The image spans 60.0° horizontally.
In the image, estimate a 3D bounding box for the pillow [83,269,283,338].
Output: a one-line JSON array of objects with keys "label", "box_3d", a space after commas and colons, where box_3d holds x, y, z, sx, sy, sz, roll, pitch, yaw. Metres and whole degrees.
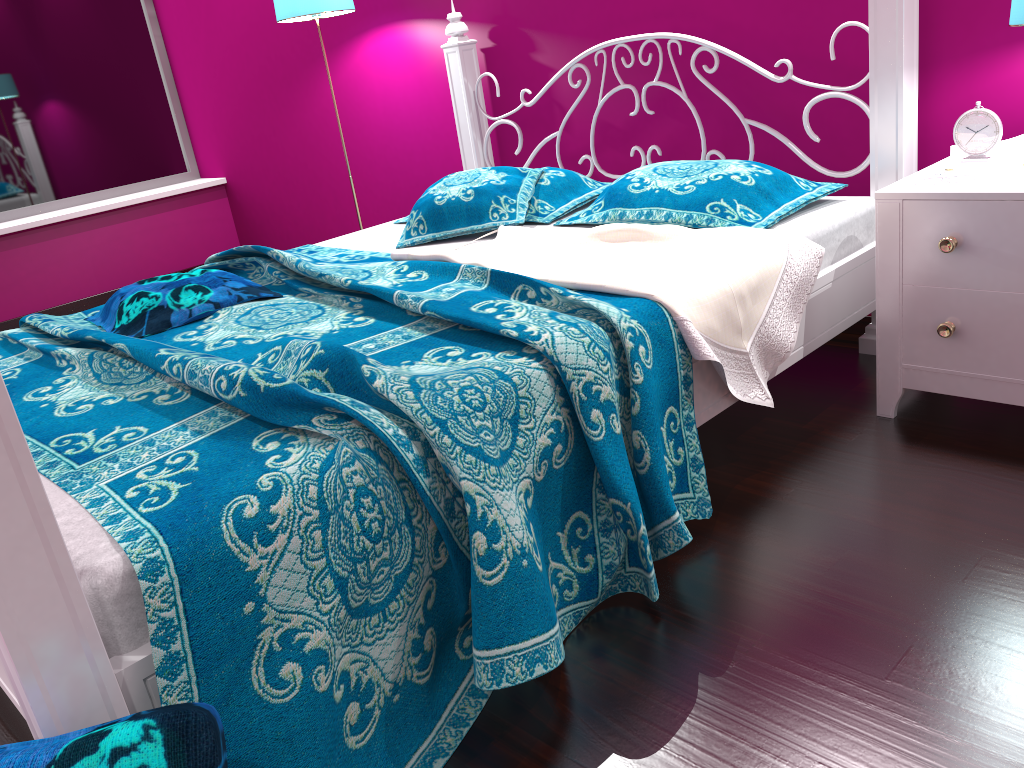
[{"label": "pillow", "box_3d": [-0.862, -0.217, 2.299, 0.425, 0.127, 0.404, -21, 24, -29]}]

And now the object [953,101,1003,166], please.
[{"label": "object", "box_3d": [1.054, -0.568, 2.009, 0.033, 0.140, 0.106, -25, 26, -36]}]

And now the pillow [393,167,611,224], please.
[{"label": "pillow", "box_3d": [-0.031, -0.639, 2.951, 0.717, 0.141, 0.401, 9, 27, 40]}]

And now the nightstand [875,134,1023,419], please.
[{"label": "nightstand", "box_3d": [1.219, -0.224, 1.865, 0.455, 0.616, 0.742, -26, 26, -38]}]

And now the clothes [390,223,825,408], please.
[{"label": "clothes", "box_3d": [0.164, -0.183, 2.198, 1.036, 0.376, 0.553, 9, 27, 40]}]

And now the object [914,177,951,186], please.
[{"label": "object", "box_3d": [0.909, -0.437, 1.916, 0.073, 0.006, 0.073, -5, 21, 11]}]

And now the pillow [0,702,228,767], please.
[{"label": "pillow", "box_3d": [-0.471, 0.561, 0.891, 0.402, 0.357, 0.264, -10, 20, -1]}]

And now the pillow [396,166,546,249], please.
[{"label": "pillow", "box_3d": [-0.121, -0.565, 2.736, 0.404, 0.176, 0.418, -3, 21, 15]}]

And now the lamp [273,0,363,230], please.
[{"label": "lamp", "box_3d": [-0.674, -0.953, 3.559, 0.303, 1.352, 0.303, -8, 20, 3]}]

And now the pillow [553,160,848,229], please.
[{"label": "pillow", "box_3d": [0.487, -0.530, 2.439, 0.401, 0.141, 0.717, -25, 26, -37]}]

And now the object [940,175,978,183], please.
[{"label": "object", "box_3d": [0.962, -0.441, 1.909, 0.073, 0.003, 0.073, -5, 21, 11]}]

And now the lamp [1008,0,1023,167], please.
[{"label": "lamp", "box_3d": [1.141, -0.668, 1.810, 0.229, 0.438, 0.229, -8, 20, 3]}]

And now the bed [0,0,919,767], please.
[{"label": "bed", "box_3d": [-0.376, -0.379, 2.208, 2.317, 1.143, 2.167, -26, 26, -38]}]

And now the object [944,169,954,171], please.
[{"label": "object", "box_3d": [0.993, -0.487, 2.013, 0.020, 0.006, 0.021, -17, 22, -19]}]

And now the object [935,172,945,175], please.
[{"label": "object", "box_3d": [0.961, -0.473, 1.990, 0.022, 0.006, 0.022, -19, 23, -25]}]
